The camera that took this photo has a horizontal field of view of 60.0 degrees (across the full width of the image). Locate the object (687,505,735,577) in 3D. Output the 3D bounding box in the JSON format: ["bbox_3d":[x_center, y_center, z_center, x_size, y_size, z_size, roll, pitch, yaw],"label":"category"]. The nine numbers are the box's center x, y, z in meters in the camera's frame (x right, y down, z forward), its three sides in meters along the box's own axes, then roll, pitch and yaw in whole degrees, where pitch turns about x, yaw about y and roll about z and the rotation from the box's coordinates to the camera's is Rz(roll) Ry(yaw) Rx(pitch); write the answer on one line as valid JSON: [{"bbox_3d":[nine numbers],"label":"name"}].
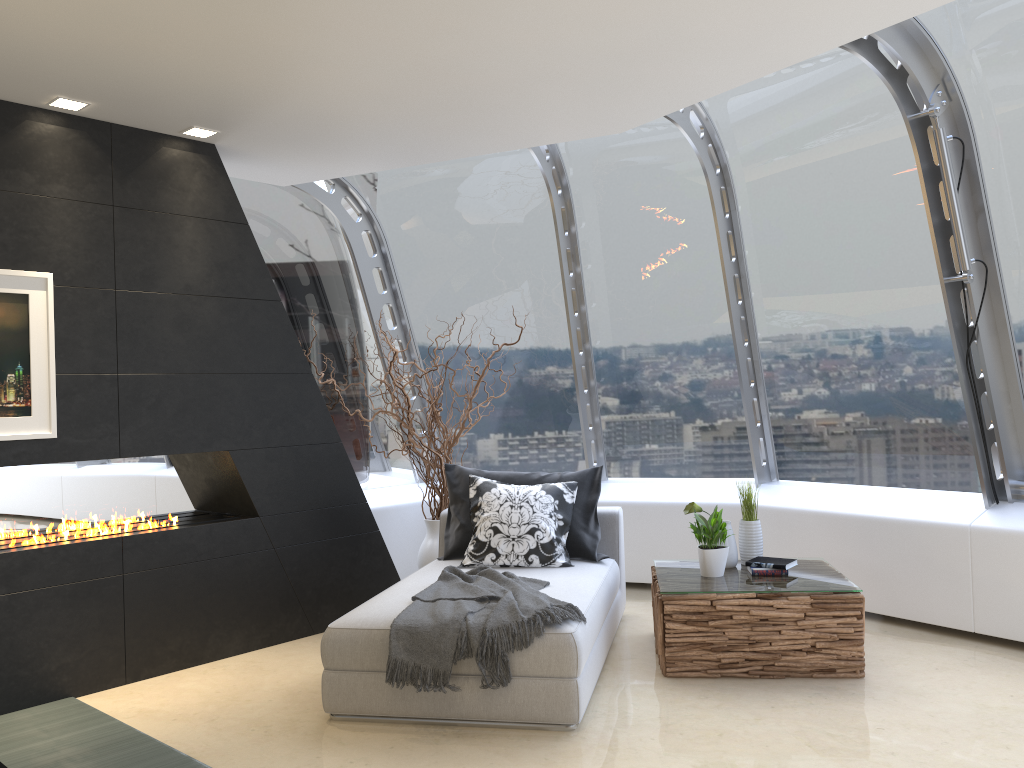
[{"bbox_3d":[1.055,0.835,4.723,0.215,0.369,0.284,-2,-1,-15],"label":"object"}]

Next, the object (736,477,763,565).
[{"bbox_3d":[1.333,0.757,4.987,0.153,0.511,0.150,-2,-1,10],"label":"object"}]

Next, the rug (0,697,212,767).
[{"bbox_3d":[-2.017,1.505,2.734,2.923,0.012,2.194,-3,-1,43],"label":"rug"}]

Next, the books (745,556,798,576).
[{"bbox_3d":[1.370,0.975,4.726,0.265,0.063,0.246,-3,-1,29],"label":"books"}]

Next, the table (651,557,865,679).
[{"bbox_3d":[1.261,1.227,4.721,1.007,0.436,0.923,-2,-1,7],"label":"table"}]

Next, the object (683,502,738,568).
[{"bbox_3d":[1.103,0.835,4.935,0.297,0.370,0.152,-2,-1,-3],"label":"object"}]

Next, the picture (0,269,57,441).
[{"bbox_3d":[-2.927,-0.129,3.561,0.025,0.804,2.068,-3,-1,42],"label":"picture"}]

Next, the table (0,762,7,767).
[{"bbox_3d":[-2.004,1.414,2.894,1.982,0.187,0.594,-3,-1,44],"label":"table"}]

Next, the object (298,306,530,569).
[{"bbox_3d":[-0.748,0.502,6.353,1.370,2.059,1.508,-3,-1,43],"label":"object"}]

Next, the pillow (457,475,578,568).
[{"bbox_3d":[0.038,0.796,5.115,0.683,0.528,0.431,-2,-1,7],"label":"pillow"}]

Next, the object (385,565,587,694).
[{"bbox_3d":[-0.048,1.096,4.138,0.825,0.359,1.024,-2,-1,11],"label":"object"}]

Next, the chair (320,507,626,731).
[{"bbox_3d":[-0.069,1.138,4.796,1.176,0.690,2.068,-2,-1,12],"label":"chair"}]

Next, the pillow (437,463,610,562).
[{"bbox_3d":[0.073,0.782,5.417,1.070,0.597,0.510,-2,-1,12],"label":"pillow"}]
